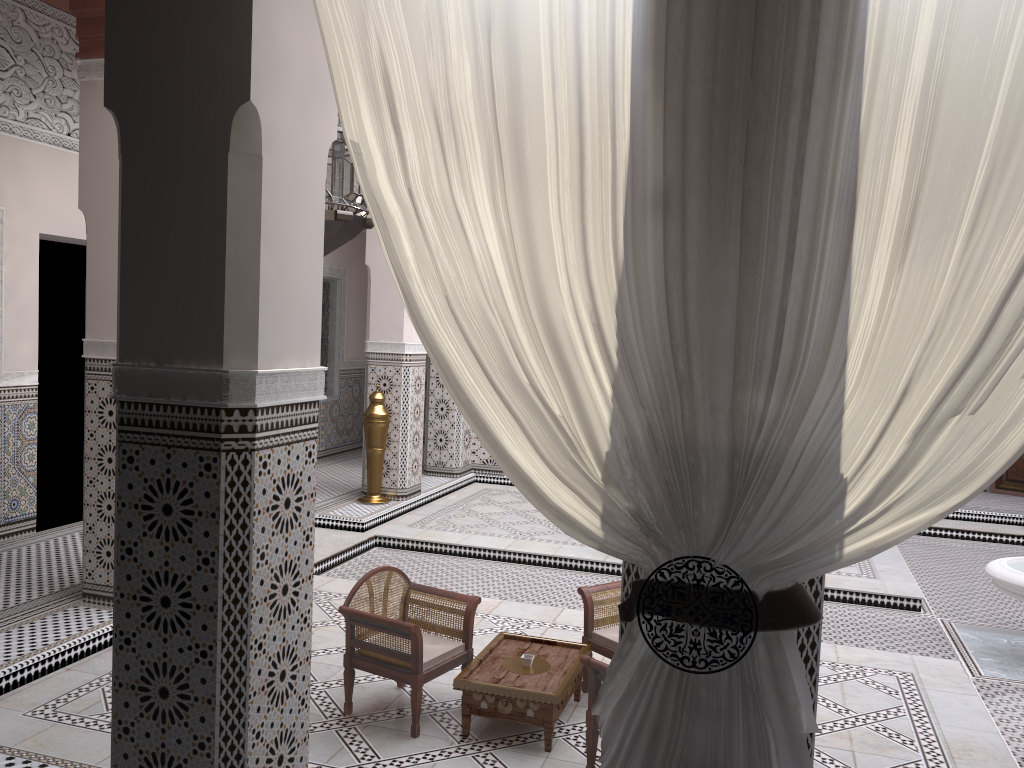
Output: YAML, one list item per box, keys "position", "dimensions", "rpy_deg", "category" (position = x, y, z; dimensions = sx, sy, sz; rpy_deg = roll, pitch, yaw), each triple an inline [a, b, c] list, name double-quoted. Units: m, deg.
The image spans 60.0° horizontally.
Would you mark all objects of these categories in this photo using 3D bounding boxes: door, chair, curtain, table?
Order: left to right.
- position: [-0.230, 0.584, 2.000]
  dimensions: [0.208, 0.313, 0.263]
  rpy_deg: [4, 4, 31]
  category: "chair"
- position: [0.031, 0.682, 1.995]
  dimensions: [0.229, 0.142, 0.330]
  rpy_deg: [3, 3, 17]
  category: "table"
- position: [0.316, 0.600, 2.128]
  dimensions: [0.208, 0.313, 0.263]
  rpy_deg: [0, 4, -37]
  category: "chair"
- position: [0.292, 0.622, 1.717]
  dimensions: [0.263, 0.313, 0.208]
  rpy_deg: [-1, 4, -43]
  category: "chair"
- position: [0.240, -0.205, 0.946]
  dimensions: [1.303, 1.764, 0.129]
  rpy_deg: [3, 3, 17]
  category: "curtain"
- position: [2.536, -0.121, 5.248]
  dimensions: [1.244, 1.461, 0.419]
  rpy_deg: [3, 3, 17]
  category: "door"

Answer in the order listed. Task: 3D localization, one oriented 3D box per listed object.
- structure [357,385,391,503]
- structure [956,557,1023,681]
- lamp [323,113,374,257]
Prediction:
- position: [-0.629, 0.271, 4.096]
  dimensions: [0.156, 0.539, 0.156]
  rpy_deg: [1, 4, -22]
  category: "structure"
- position: [1.669, 0.721, 2.679]
  dimensions: [0.528, 0.310, 0.501]
  rpy_deg: [3, 3, 17]
  category: "structure"
- position: [-0.352, -0.445, 1.548]
  dimensions: [0.216, 0.552, 0.221]
  rpy_deg: [3, 3, 17]
  category: "lamp"
